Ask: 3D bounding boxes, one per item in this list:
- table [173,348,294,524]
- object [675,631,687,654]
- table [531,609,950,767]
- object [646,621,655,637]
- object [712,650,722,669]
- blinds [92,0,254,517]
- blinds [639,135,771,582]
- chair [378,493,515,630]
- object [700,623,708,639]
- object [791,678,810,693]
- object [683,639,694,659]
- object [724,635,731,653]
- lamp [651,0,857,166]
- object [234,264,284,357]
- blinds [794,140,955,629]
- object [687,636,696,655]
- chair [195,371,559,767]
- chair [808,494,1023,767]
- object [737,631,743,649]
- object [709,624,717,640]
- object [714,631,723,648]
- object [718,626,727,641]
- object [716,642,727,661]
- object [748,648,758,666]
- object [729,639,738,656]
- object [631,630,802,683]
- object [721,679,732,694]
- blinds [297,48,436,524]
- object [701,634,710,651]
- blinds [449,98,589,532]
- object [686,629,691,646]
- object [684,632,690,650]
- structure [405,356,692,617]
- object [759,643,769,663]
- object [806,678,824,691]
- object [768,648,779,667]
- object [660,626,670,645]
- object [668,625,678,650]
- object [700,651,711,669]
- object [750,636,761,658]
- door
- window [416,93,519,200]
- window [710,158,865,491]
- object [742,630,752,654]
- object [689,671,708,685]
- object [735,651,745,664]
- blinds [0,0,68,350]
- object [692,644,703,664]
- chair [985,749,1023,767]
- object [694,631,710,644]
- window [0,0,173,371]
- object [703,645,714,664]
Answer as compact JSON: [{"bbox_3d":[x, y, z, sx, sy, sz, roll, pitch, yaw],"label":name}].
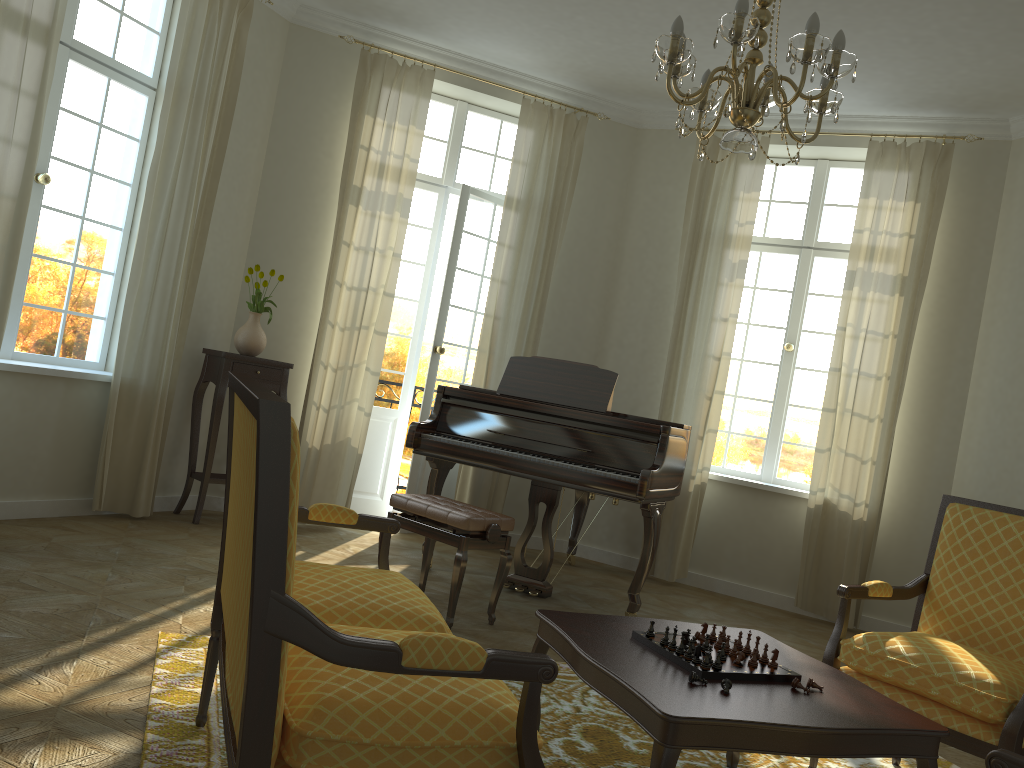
[{"bbox_3d":[-1.869,0.360,5.960,0.522,1.114,0.344,11,-1,-44],"label":"table"},{"bbox_3d":[0.499,0.756,2.597,0.030,0.064,0.030,10,-1,28],"label":"object"},{"bbox_3d":[0.584,1.075,2.636,0.922,0.494,0.932,10,-1,-18],"label":"table"},{"bbox_3d":[0.431,0.756,2.743,0.030,0.044,0.030,10,-1,28],"label":"object"},{"bbox_3d":[0.582,0.777,2.505,0.030,0.050,0.030,10,-1,28],"label":"object"},{"bbox_3d":[-2.098,-0.857,5.451,0.159,3.381,0.552,10,-1,28],"label":"blinds"},{"bbox_3d":[1.360,-0.218,6.649,0.554,3.384,0.162,10,-1,31],"label":"blinds"},{"bbox_3d":[-0.356,0.898,4.582,0.638,0.563,0.385,10,-1,40],"label":"chair"},{"bbox_3d":[0.611,0.785,2.825,0.030,0.052,0.030,10,-1,28],"label":"object"},{"bbox_3d":[0.816,0.849,2.499,0.052,0.030,0.030,10,-1,37],"label":"object"},{"bbox_3d":[0.514,0.763,2.561,0.030,0.055,0.030,10,-1,28],"label":"object"},{"bbox_3d":[0.660,0.794,2.717,0.030,0.050,0.030,10,-1,28],"label":"object"},{"bbox_3d":[0.906,-1.523,3.055,0.662,1.466,0.661,10,-1,40],"label":"lamp"},{"bbox_3d":[-1.717,-0.488,5.969,0.242,0.609,0.264,10,-1,5],"label":"object"},{"bbox_3d":[2.486,-0.020,6.158,0.552,3.381,0.159,10,-1,28],"label":"blinds"},{"bbox_3d":[0.533,0.769,2.614,0.030,0.050,0.030,10,-1,28],"label":"object"},{"bbox_3d":[-0.423,0.583,2.192,0.680,1.083,1.389,11,-1,-20],"label":"chair"},{"bbox_3d":[1.586,0.959,3.109,0.671,1.083,0.730,11,-1,-35],"label":"chair"},{"bbox_3d":[0.716,0.802,2.786,0.030,0.055,0.030,10,-1,28],"label":"object"},{"bbox_3d":[0.647,0.793,2.842,0.030,0.050,0.030,10,-1,28],"label":"object"},{"bbox_3d":[0.646,0.792,2.752,0.030,0.050,0.030,10,-1,28],"label":"object"},{"bbox_3d":[0.682,0.803,2.859,0.030,0.044,0.030,10,-1,28],"label":"object"},{"bbox_3d":[0.620,0.785,2.610,0.030,0.050,0.030,10,-1,28],"label":"object"},{"bbox_3d":[0.713,0.802,2.609,0.030,0.050,0.030,10,-1,28],"label":"object"},{"bbox_3d":[0.674,0.796,2.682,0.030,0.050,0.030,10,-1,28],"label":"object"},{"bbox_3d":[0.608,0.819,2.673,0.360,0.021,0.360,11,-1,-24],"label":"object"},{"bbox_3d":[0.571,0.803,2.354,0.030,0.030,0.052,10,-1,8],"label":"object"},{"bbox_3d":[-1.121,-0.665,6.367,0.552,3.386,0.159,11,-1,-22],"label":"blinds"},{"bbox_3d":[0.588,0.780,2.682,0.030,0.050,0.030,10,-1,28],"label":"object"},{"bbox_3d":[0.048,-0.453,6.735,0.554,3.386,0.162,11,-1,-25],"label":"blinds"},{"bbox_3d":[0.536,0.771,2.701,0.030,0.050,0.030,10,-1,28],"label":"object"},{"bbox_3d":[0.518,0.766,2.651,0.030,0.052,0.030,10,-1,-2],"label":"object"},{"bbox_3d":[0.411,0.608,5.810,1.514,1.439,1.856,10,-1,26],"label":"structure"},{"bbox_3d":[0.765,0.810,2.677,0.030,0.055,0.030,10,-1,28],"label":"object"},{"bbox_3d":[0.867,0.859,2.535,0.047,0.030,0.030,10,-1,18],"label":"object"},{"bbox_3d":[0.781,0.813,2.641,0.030,0.052,0.030,10,-1,28],"label":"object"},{"bbox_3d":[0.465,0.755,2.670,0.030,0.055,0.030,10,-1,28],"label":"object"},{"bbox_3d":[0.483,0.751,2.634,0.030,0.069,0.030,10,-1,28],"label":"object"},{"bbox_3d":[0.546,0.773,2.488,0.030,0.044,0.030,10,-1,28],"label":"object"},{"bbox_3d":[0.749,0.803,2.713,0.030,0.064,0.030,10,-1,28],"label":"object"},{"bbox_3d":[-0.696,-0.213,6.831,1.385,2.690,0.425,11,-1,-19],"label":"door"},{"bbox_3d":[-0.455,-1.899,7.029,1.380,0.680,0.055,11,-1,-19],"label":"window"},{"bbox_3d":[2.180,-0.486,6.832,1.400,2.550,0.181,10,-1,26],"label":"window"},{"bbox_3d":[0.733,0.797,2.750,0.030,0.069,0.030,10,-1,28],"label":"object"},{"bbox_3d":[0.503,0.791,2.389,0.052,0.030,0.030,10,-1,-9],"label":"object"},{"bbox_3d":[0.665,0.803,2.603,0.030,0.030,0.052,10,-1,27],"label":"object"},{"bbox_3d":[-2.577,-0.962,4.307,0.162,3.385,0.554,10,-1,31],"label":"blinds"},{"bbox_3d":[0.531,0.766,2.525,0.030,0.052,0.030,10,-1,28],"label":"object"},{"bbox_3d":[1.260,0.879,1.581,0.730,1.083,0.671,11,-1,-38],"label":"chair"},{"bbox_3d":[0.594,0.792,2.769,0.052,0.030,0.030,10,-1,32],"label":"object"},{"bbox_3d":[-2.676,-1.388,5.084,0.181,2.550,1.400,10,-1,26],"label":"window"},{"bbox_3d":[0.566,0.774,2.541,0.030,0.050,0.030,10,-1,28],"label":"object"}]
